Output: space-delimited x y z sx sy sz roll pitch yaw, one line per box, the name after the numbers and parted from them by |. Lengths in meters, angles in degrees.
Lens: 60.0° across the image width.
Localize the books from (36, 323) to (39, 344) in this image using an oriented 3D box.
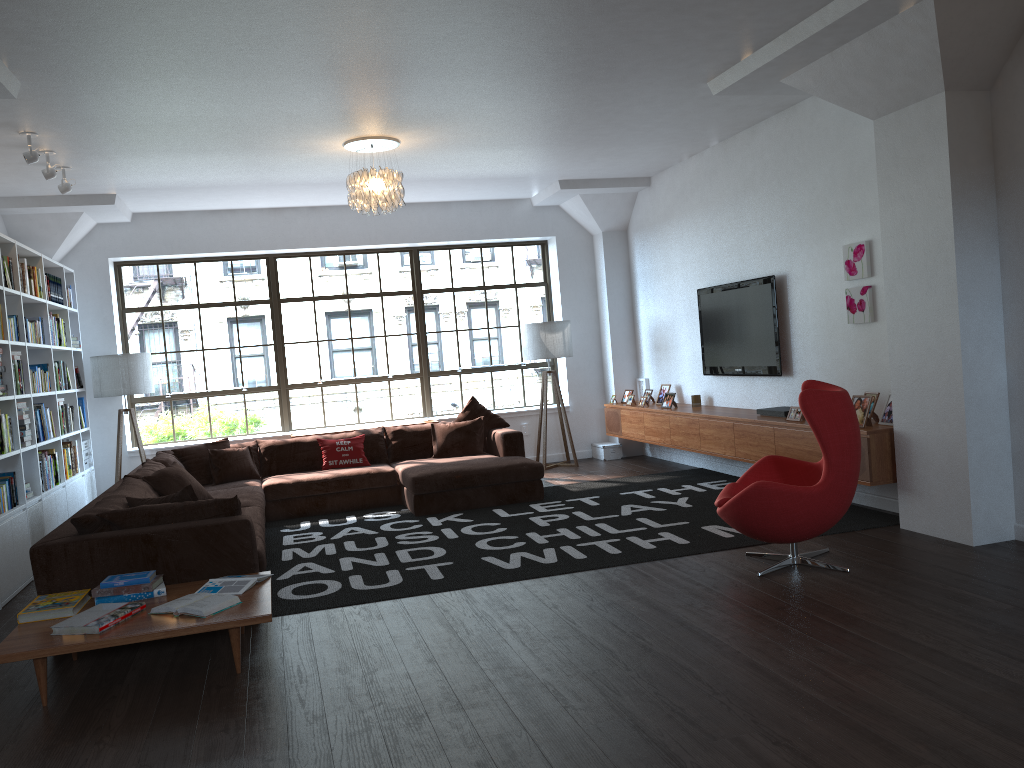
-3.826 -0.392 7.023 0.128 0.178 0.022 -5 2 -15 | books

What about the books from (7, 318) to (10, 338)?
-3.605 -0.373 6.241 0.120 0.167 0.020 -5 2 -15 | books

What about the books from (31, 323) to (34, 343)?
-3.781 -0.384 6.882 0.120 0.167 0.020 -5 2 -15 | books

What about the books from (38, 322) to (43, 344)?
-3.854 -0.400 7.114 0.139 0.191 0.036 -5 2 -15 | books

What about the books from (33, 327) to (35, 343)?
-3.788 -0.379 6.919 0.110 0.153 0.019 -5 2 -15 | books

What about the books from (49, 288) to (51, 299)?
-3.995 -0.794 7.490 0.161 0.223 0.033 -5 2 -15 | books

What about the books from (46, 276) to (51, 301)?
-3.979 -0.794 7.458 0.161 0.223 0.032 -5 2 -15 | books

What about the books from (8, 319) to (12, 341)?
-3.605 -0.372 6.268 0.106 0.162 0.032 -5 2 -15 | books

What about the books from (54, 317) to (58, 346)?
-3.970 -0.438 7.534 0.183 0.253 0.034 -5 2 -16 | books

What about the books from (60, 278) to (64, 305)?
-4.130 -0.815 7.947 0.183 0.253 0.042 -5 2 -15 | books

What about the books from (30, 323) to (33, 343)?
-3.762 -0.385 6.834 0.107 0.167 0.017 -5 2 -15 | books

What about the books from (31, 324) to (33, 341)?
-3.768 -0.383 6.858 0.106 0.162 0.032 -5 2 -15 | books

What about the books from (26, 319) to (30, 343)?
-3.746 -0.394 6.729 0.139 0.191 0.036 -5 2 -15 | books

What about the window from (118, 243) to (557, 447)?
-1.773 -0.495 9.819 4.648 1.905 0.114 -5 2 -15 | window

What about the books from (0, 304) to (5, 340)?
-3.552 -0.413 6.025 0.159 0.250 0.026 -5 2 -15 | books

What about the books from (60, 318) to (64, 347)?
-4.040 -0.444 7.768 0.180 0.259 0.060 -5 2 -16 | books

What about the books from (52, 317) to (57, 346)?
-3.964 -0.437 7.501 0.183 0.253 0.034 -5 2 -16 | books

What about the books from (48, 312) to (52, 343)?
-3.933 -0.449 7.350 0.198 0.284 0.066 -5 2 -16 | books

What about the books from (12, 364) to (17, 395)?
-3.573 -0.024 6.218 0.161 0.223 0.030 -5 2 -15 | books

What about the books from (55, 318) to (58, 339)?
-3.984 -0.435 7.577 0.171 0.246 0.057 -5 2 -16 | books

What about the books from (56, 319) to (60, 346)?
-4.010 -0.433 7.650 0.174 0.240 0.045 -5 2 -16 | books

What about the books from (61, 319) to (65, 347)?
-4.072 -0.442 7.861 0.183 0.253 0.034 -5 2 -16 | books

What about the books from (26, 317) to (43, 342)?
-3.871 -0.420 7.151 0.140 0.231 0.042 -5 2 -15 | books

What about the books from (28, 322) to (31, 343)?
-3.758 -0.386 6.784 0.126 0.173 0.032 -5 2 -15 | books

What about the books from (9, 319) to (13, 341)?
-3.612 -0.375 6.292 0.107 0.167 0.017 -5 2 -15 | books

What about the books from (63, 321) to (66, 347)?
-4.081 -0.436 7.899 0.174 0.240 0.045 -5 2 -16 | books

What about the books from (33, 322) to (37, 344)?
-3.822 -0.394 6.975 0.134 0.184 0.030 -5 2 -15 | books

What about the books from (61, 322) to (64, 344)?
-4.048 -0.441 7.810 0.160 0.250 0.026 -5 2 -16 | books

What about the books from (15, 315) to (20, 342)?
-3.666 -0.395 6.448 0.146 0.202 0.027 -5 2 -15 | books

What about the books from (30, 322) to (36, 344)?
-3.813 -0.391 6.951 0.128 0.178 0.022 -5 2 -15 | books

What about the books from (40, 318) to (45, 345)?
-3.887 -0.419 7.197 0.158 0.226 0.052 -5 2 -15 | books

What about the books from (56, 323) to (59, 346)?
-3.993 -0.424 7.619 0.161 0.223 0.027 -5 2 -16 | books

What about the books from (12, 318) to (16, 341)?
-3.642 -0.381 6.363 0.128 0.178 0.021 -5 2 -15 | books

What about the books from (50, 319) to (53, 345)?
-3.930 -0.435 7.399 0.160 0.250 0.026 -5 2 -16 | books

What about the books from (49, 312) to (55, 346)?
-3.955 -0.455 7.459 0.176 0.290 0.053 -5 2 -16 | books

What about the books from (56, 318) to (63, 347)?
-4.011 -0.441 7.690 0.183 0.253 0.034 -5 2 -16 | books

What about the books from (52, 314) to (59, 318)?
-4.030 -0.459 7.721 0.176 0.290 0.036 -5 2 -16 | books

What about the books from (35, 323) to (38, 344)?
-3.822 -0.392 7.002 0.128 0.178 0.021 -5 2 -15 | books

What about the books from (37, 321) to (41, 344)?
-3.846 -0.402 7.074 0.136 0.196 0.045 -5 2 -15 | books

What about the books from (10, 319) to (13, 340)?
-3.627 -0.376 6.310 0.122 0.169 0.023 -5 2 -15 | books

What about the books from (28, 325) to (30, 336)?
-3.750 -0.388 6.758 0.128 0.178 0.021 -5 2 -15 | books

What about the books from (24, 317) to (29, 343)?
-3.727 -0.399 6.672 0.146 0.202 0.027 -5 2 -15 | books

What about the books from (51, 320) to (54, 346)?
-3.933 -0.422 7.424 0.161 0.223 0.026 -5 2 -16 | books

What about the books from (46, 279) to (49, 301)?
-3.979 -0.792 7.425 0.161 0.223 0.033 -5 2 -15 | books

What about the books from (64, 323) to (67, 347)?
-4.080 -0.430 7.936 0.161 0.223 0.026 -5 2 -16 | books

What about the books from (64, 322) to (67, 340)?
-4.099 -0.433 7.964 0.168 0.231 0.037 -5 2 -16 | books

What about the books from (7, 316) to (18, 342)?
-3.652 -0.388 6.390 0.139 0.191 0.036 -5 2 -15 | books

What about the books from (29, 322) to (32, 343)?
-3.765 -0.384 6.811 0.122 0.169 0.023 -5 2 -15 | books

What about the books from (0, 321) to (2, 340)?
-3.547 -0.427 5.949 0.197 0.283 0.065 -5 2 -15 | books

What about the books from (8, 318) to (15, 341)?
-3.634 -0.378 6.337 0.126 0.173 0.032 -5 2 -15 | books

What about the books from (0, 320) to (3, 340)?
-3.547 -0.398 5.999 0.161 0.223 0.026 -5 2 -15 | books

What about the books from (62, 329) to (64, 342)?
-4.055 -0.428 7.835 0.161 0.223 0.027 -5 2 -16 | books

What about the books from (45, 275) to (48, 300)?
-3.967 -0.792 7.394 0.161 0.223 0.032 -5 2 -15 | books

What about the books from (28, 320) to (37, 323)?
-3.839 -0.403 7.041 0.127 0.200 0.020 -5 2 -15 | books

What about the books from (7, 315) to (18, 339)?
-3.667 -0.393 6.420 0.146 0.202 0.027 -5 2 -15 | books

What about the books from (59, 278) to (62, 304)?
-4.121 -0.815 7.904 0.183 0.253 0.042 -5 2 -15 | books
